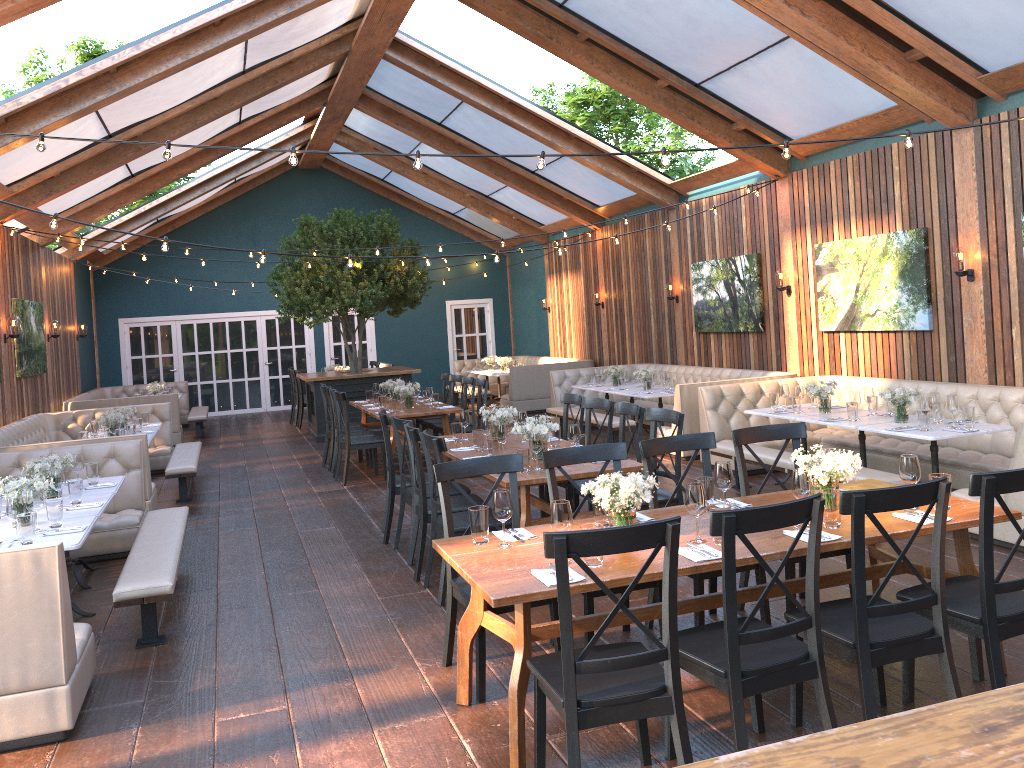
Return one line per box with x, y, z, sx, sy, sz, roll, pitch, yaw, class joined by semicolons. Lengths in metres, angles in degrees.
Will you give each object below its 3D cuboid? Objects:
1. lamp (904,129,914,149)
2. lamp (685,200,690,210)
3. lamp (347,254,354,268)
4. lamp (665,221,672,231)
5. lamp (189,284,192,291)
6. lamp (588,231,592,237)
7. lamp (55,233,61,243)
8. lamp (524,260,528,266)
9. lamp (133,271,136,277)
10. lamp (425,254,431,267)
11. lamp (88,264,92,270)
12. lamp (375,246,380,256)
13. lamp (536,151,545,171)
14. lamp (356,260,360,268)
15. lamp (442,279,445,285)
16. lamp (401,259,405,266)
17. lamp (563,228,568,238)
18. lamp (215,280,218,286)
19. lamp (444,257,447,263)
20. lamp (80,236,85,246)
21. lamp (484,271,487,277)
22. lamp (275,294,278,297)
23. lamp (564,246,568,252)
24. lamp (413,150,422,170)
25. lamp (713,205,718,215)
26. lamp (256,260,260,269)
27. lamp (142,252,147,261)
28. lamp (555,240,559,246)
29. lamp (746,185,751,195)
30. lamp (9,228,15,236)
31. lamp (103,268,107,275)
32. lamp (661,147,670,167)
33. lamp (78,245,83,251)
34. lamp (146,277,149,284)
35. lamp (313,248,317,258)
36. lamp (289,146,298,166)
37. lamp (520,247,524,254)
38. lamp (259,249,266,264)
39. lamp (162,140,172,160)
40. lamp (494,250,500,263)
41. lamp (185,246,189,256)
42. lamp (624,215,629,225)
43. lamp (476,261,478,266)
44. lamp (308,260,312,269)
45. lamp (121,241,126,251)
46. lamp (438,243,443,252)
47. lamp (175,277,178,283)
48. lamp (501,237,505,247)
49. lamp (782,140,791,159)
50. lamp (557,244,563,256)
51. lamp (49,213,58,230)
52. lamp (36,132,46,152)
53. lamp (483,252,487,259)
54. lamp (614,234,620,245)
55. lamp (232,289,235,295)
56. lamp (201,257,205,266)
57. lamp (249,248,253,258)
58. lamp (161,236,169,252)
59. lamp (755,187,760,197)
2.461;-1.518;5.486;0.056;0.121;0.056;-3;1;16;lamp
2.131;-2.173;10.731;0.056;0.120;0.056;-3;1;25;lamp
-1.384;-1.051;7.562;0.056;0.121;0.056;-4;1;-19;lamp
1.715;-1.731;9.701;0.071;0.116;0.056;-3;1;4;lamp
-5.784;-1.735;15.929;0.056;0.119;0.059;-4;1;-14;lamp
1.399;-2.684;15.842;0.056;0.120;0.056;-3;1;11;lamp
-5.428;-1.746;10.572;0.056;0.120;0.056;-3;1;38;lamp
0.256;-2.185;16.001;0.056;0.118;0.066;-5;2;-42;lamp
-6.994;-2.038;16.385;0.056;0.121;0.056;-4;1;-34;lamp
-0.758;-1.116;8.000;0.056;0.120;0.056;-4;1;-12;lamp
-7.589;-2.105;15.913;0.056;0.120;0.056;-3;1;42;lamp
-1.631;-1.612;10.717;0.056;0.121;0.056;-5;1;-43;lamp
0.176;-1.374;5.450;0.057;0.120;0.056;-4;1;-24;lamp
-2.321;-1.806;13.303;0.056;0.121;0.056;-3;1;7;lamp
-1.236;-1.851;16.055;0.056;0.121;0.056;-5;1;-42;lamp
-1.692;-1.888;13.725;0.060;0.119;0.056;-4;1;-33;lamp
0.646;-1.836;10.752;0.056;0.121;0.056;-3;1;3;lamp
-5.791;-1.971;17.318;0.056;0.120;0.056;-4;1;-16;lamp
-1.064;-1.990;14.153;0.060;0.119;0.056;-3;1;6;lamp
-5.140;-1.715;10.588;0.056;0.121;0.056;-4;1;-15;lamp
-0.484;-1.992;16.025;0.056;0.121;0.056;-4;1;-41;lamp
-4.269;-1.623;16.024;0.056;0.119;0.060;-3;1;19;lamp
0.966;-2.446;15.980;0.074;0.115;0.056;-4;1;-12;lamp
-0.580;-1.374;5.430;0.056;0.121;0.056;-4;1;-3;lamp
2.322;-1.984;10.103;0.060;0.119;0.056;-3;1;4;lamp
-3.565;-1.680;12.421;0.056;0.120;0.056;-4;1;-31;lamp
-4.778;-1.658;11.498;0.056;0.119;0.062;-3;1;24;lamp
0.791;-2.460;15.418;0.064;0.118;0.056;-4;1;-9;lamp
2.863;-2.353;10.712;0.056;0.121;0.056;-3;1;4;lamp
-5.995;-1.827;10.607;0.056;0.119;0.061;-3;1;17;lamp
-7.279;-2.009;15.803;0.076;0.113;0.056;-3;1;27;lamp
0.946;-1.402;5.466;0.056;0.121;0.056;-3;1;40;lamp
-5.386;-1.713;11.045;0.056;0.118;0.065;-3;1;30;lamp
-6.540;-1.855;15.868;0.060;0.119;0.056;-4;1;-24;lamp
-2.388;-1.585;10.705;0.056;0.121;0.056;-3;1;23;lamp
-1.336;-1.392;5.398;0.056;0.120;0.056;-5;1;-42;lamp
0.167;-2.272;15.015;0.056;0.121;0.056;-4;1;-36;lamp
-2.006;-1.025;7.112;0.056;0.120;0.056;-3;1;32;lamp
-2.101;-1.425;5.404;0.075;0.114;0.056;-3;1;28;lamp
-0.149;-1.214;8.448;0.056;0.120;0.056;-4;1;1;lamp
-3.912;-1.604;10.645;0.056;0.121;0.056;-4;1;-6;lamp
1.386;-1.995;10.758;0.063;0.118;0.056;-4;1;-25;lamp
-0.828;-2.823;20.746;0.056;0.121;0.056;-4;1;-36;lamp
-2.940;-1.735;12.856;0.056;0.121;0.056;-4;1;-37;lamp
-4.666;-1.658;10.614;0.056;0.121;0.056;-3;1;6;lamp
-0.869;-1.656;10.735;0.056;0.121;0.056;-4;1;-3;lamp
-6.392;-1.986;16.850;0.056;0.120;0.056;-4;1;-3;lamp
-0.116;-1.724;10.764;0.056;0.117;0.067;-3;2;35;lamp
1.701;-1.453;5.487;0.056;0.119;0.059;-4;1;-38;lamp
0.481;-1.347;8.867;0.056;0.121;0.056;-4;1;-31;lamp
-3.218;-1.143;6.207;0.056;0.119;0.059;-3;1;13;lamp
-2.864;-1.466;5.375;0.056;0.114;0.075;-4;2;-20;lamp
-0.446;-2.116;14.576;0.056;0.117;0.068;-4;1;-21;lamp
1.101;-1.519;9.288;0.056;0.120;0.056;-3;1;10;lamp
-5.013;-1.654;15.949;0.056;0.115;0.074;-3;2;25;lamp
-4.178;-1.651;11.965;0.056;0.120;0.056;-3;1;38;lamp
-3.151;-1.580;10.675;0.056;0.121;0.056;-4;1;-9;lamp
-2.613;-1.052;6.655;0.056;0.120;0.056;-4;1;-21;lamp
2.913;-2.275;10.500;0.063;0.119;0.056;-4;1;-35;lamp
